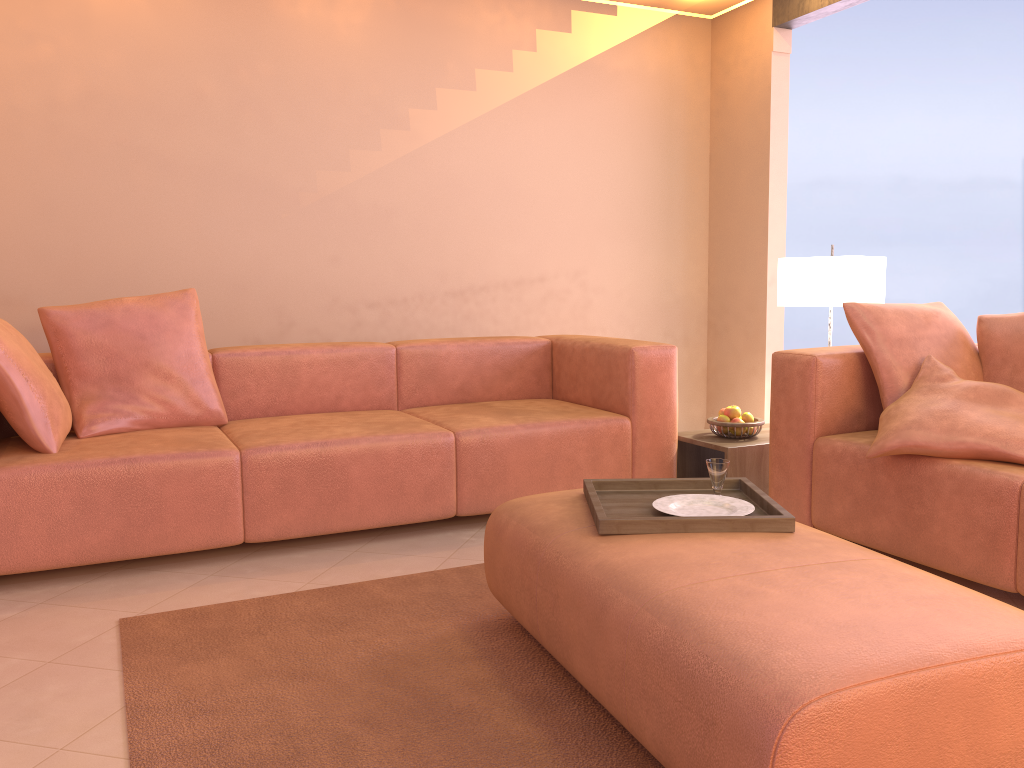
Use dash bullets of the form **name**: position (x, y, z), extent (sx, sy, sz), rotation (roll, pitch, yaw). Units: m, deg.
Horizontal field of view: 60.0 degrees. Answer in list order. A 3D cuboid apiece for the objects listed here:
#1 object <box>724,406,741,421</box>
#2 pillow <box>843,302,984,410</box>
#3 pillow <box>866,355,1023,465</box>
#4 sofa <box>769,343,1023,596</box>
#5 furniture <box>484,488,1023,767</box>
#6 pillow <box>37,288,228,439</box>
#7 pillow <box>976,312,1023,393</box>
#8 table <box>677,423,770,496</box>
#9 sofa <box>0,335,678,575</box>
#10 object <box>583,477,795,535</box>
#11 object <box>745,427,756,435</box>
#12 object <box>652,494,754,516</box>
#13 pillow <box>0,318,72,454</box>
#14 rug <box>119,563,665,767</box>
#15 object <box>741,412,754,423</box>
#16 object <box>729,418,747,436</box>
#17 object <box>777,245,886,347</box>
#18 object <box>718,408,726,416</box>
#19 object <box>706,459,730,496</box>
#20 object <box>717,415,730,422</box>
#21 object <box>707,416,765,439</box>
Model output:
- **object**: position (0.917, 0.122, 3.686), extent (0.069, 0.061, 0.068), rotation (2, 7, 26)
- **pillow**: position (1.450, -0.061, 3.107), extent (0.519, 0.455, 0.314), rotation (-4, 7, -28)
- **pillow**: position (1.414, 0.074, 2.724), extent (0.517, 0.292, 0.514), rotation (4, 7, 34)
- **sofa**: position (1.923, 0.301, 2.210), extent (0.943, 0.672, 2.781), rotation (-4, 7, -25)
- **furniture**: position (0.453, 0.483, 1.935), extent (0.685, 0.301, 1.291), rotation (-3, 7, -20)
- **pillow**: position (-1.402, -0.090, 3.301), extent (0.582, 0.528, 0.302), rotation (-6, 8, -41)
- **pillow**: position (1.746, -0.050, 2.917), extent (0.255, 0.446, 0.492), rotation (-6, 8, -41)
- **table**: position (1.169, 0.337, 3.835), extent (0.918, 0.268, 0.412), rotation (-4, 7, -25)
- **sofa**: position (-0.740, 0.193, 3.483), extent (2.781, 0.672, 0.943), rotation (-4, 7, -25)
- **object**: position (0.409, 0.292, 2.171), extent (0.436, 0.034, 0.421), rotation (-1, 6, 0)
- **object**: position (0.985, 0.189, 3.666), extent (0.046, 0.046, 0.055), rotation (5, 8, 42)
- **object**: position (0.457, 0.300, 2.125), extent (0.240, 0.018, 0.240), rotation (3, 7, 29)
- **pillow**: position (-1.670, -0.010, 2.974), extent (0.335, 0.486, 0.554), rotation (-4, 7, -28)
- **rug**: position (0.309, 0.717, 1.634), extent (1.833, 0.005, 2.626), rotation (-4, 7, -25)
- **object**: position (0.973, 0.142, 3.661), extent (0.051, 0.053, 0.045), rotation (-1, 6, -2)
- **object**: position (0.928, 0.176, 3.648), extent (0.072, 0.076, 0.074), rotation (-2, 6, -15)
- **object**: position (1.411, -0.214, 3.934), extent (0.344, 0.799, 0.344), rotation (5, 8, 43)
- **object**: position (0.897, 0.124, 3.736), extent (0.054, 0.046, 0.047), rotation (-6, 8, -38)
- **object**: position (0.533, 0.244, 2.299), extent (0.061, 0.091, 0.061), rotation (-6, 8, -40)
- **object**: position (0.875, 0.151, 3.667), extent (0.055, 0.047, 0.045), rotation (5, 8, 42)
- **object**: position (0.934, 0.183, 3.704), extent (0.235, 0.071, 0.235), rotation (-5, 7, -33)
